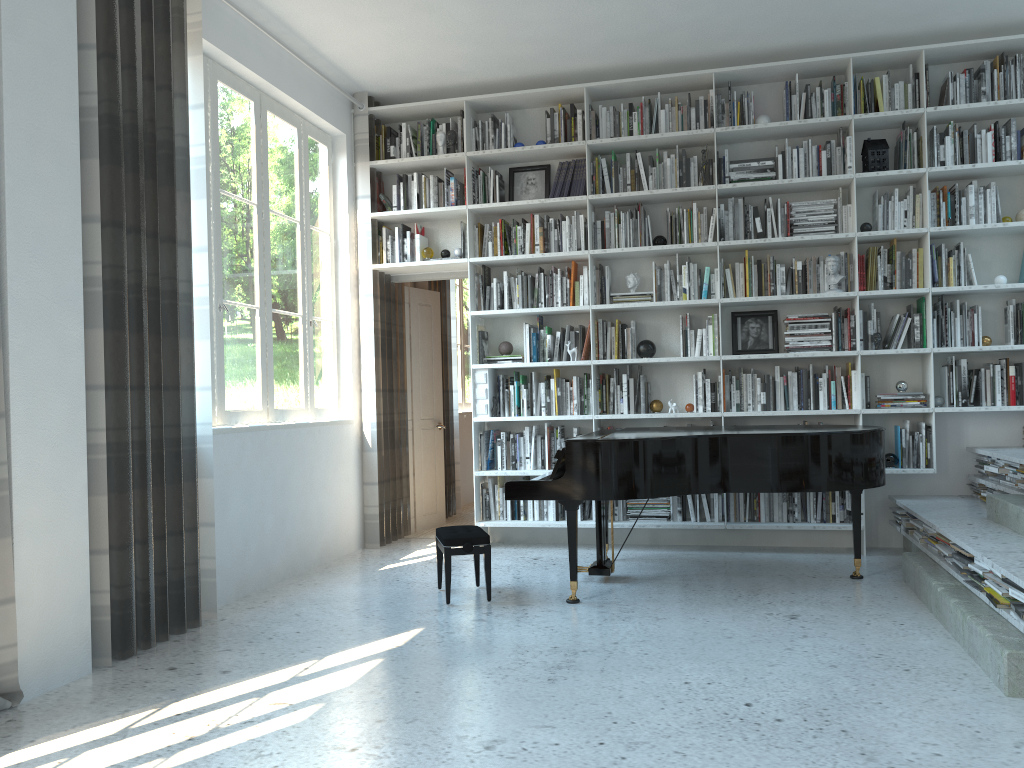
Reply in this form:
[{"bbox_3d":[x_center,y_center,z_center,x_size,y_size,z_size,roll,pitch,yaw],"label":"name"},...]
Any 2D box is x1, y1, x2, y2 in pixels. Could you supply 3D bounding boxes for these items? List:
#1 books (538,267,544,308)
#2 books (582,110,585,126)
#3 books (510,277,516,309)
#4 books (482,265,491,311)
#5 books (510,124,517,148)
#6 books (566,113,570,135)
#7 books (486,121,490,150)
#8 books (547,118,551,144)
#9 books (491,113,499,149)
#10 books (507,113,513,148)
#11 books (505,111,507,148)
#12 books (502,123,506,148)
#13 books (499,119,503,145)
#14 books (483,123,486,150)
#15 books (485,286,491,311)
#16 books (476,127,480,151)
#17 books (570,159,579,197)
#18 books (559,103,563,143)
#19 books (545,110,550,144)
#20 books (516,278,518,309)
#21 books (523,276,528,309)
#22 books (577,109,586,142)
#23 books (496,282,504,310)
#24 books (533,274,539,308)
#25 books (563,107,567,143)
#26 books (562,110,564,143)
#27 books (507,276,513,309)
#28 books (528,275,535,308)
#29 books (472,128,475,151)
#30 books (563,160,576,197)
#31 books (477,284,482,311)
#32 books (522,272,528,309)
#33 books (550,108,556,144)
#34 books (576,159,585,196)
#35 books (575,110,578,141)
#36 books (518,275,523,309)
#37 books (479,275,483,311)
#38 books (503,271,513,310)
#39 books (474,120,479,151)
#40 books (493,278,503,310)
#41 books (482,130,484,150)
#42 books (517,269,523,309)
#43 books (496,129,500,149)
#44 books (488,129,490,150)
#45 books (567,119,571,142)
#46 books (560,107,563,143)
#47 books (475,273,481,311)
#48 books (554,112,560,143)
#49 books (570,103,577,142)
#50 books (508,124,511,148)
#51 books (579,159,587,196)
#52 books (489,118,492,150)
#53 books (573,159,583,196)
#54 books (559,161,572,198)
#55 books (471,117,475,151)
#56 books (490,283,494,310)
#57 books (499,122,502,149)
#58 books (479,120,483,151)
[{"bbox_3d":[0.208,-0.661,6.209,0.013,0.300,0.151,-2,0,14],"label":"books"},{"bbox_3d":[0.522,-1.750,6.147,0.039,0.252,0.146,-2,-1,14],"label":"books"},{"bbox_3d":[0.026,-0.627,6.274,0.049,0.243,0.139,-2,-1,14],"label":"books"},{"bbox_3d":[-0.177,-0.667,6.288,0.012,0.334,0.184,-2,0,14],"label":"books"},{"bbox_3d":[0.014,-1.713,6.273,0.013,0.210,0.136,-2,-1,14],"label":"books"},{"bbox_3d":[0.397,-1.747,6.188,0.013,0.254,0.129,-2,0,14],"label":"books"},{"bbox_3d":[-0.158,-1.725,6.303,0.016,0.243,0.156,-2,-1,14],"label":"books"},{"bbox_3d":[0.275,-1.725,6.194,0.028,0.218,0.153,-2,-1,14],"label":"books"},{"bbox_3d":[-0.113,-1.745,6.271,0.015,0.279,0.190,-2,-1,14],"label":"books"},{"bbox_3d":[-0.012,-1.754,6.287,0.015,0.293,0.130,-2,0,14],"label":"books"},{"bbox_3d":[-0.025,-1.758,6.278,0.007,0.301,0.145,-2,0,14],"label":"books"},{"bbox_3d":[-0.043,-1.714,6.261,0.021,0.214,0.173,-2,-1,14],"label":"books"},{"bbox_3d":[-0.068,-1.732,6.284,0.013,0.253,0.129,-2,0,14],"label":"books"},{"bbox_3d":[-0.172,-1.715,6.302,0.013,0.225,0.177,-2,-1,14],"label":"books"},{"bbox_3d":[-0.150,-0.592,6.287,0.037,0.182,0.189,-2,-1,14],"label":"books"},{"bbox_3d":[-0.221,-1.706,6.324,0.032,0.210,0.158,-2,-1,14],"label":"books"},{"bbox_3d":[0.446,-1.397,6.166,0.078,0.285,0.174,-2,-1,14],"label":"books"},{"bbox_3d":[0.350,-1.779,6.197,0.014,0.321,0.136,-2,0,14],"label":"books"},{"bbox_3d":[0.258,-1.754,6.211,0.013,0.278,0.151,-2,0,14],"label":"books"},{"bbox_3d":[0.053,-0.622,6.248,0.014,0.230,0.148,-2,-1,14],"label":"books"},{"bbox_3d":[0.111,-0.627,6.224,0.024,0.237,0.167,-2,-1,14],"label":"books"},{"bbox_3d":[0.484,-1.750,6.141,0.031,0.254,0.178,-2,-1,14],"label":"books"},{"bbox_3d":[-0.073,-0.605,6.260,0.028,0.203,0.188,-2,-1,14],"label":"books"},{"bbox_3d":[0.183,-0.639,6.233,0.048,0.256,0.141,-2,0,14],"label":"books"},{"bbox_3d":[0.378,-1.757,6.163,0.011,0.274,0.183,-2,-1,14],"label":"books"},{"bbox_3d":[0.368,-1.751,6.164,0.010,0.263,0.156,-2,-1,14],"label":"books"},{"bbox_3d":[-0.009,-0.628,6.258,0.011,0.246,0.176,-2,-1,14],"label":"books"},{"bbox_3d":[0.145,-0.631,6.224,0.023,0.242,0.184,-2,-1,14],"label":"books"},{"bbox_3d":[-0.252,-1.702,6.326,0.017,0.204,0.142,-2,-1,14],"label":"books"},{"bbox_3d":[0.409,-1.393,6.154,0.097,0.282,0.174,-2,-1,14],"label":"books"},{"bbox_3d":[-0.212,-0.603,6.317,0.026,0.209,0.155,-2,-1,14],"label":"books"},{"bbox_3d":[0.097,-0.644,6.244,0.011,0.271,0.157,-2,-1,14],"label":"books"},{"bbox_3d":[0.298,-1.757,6.183,0.024,0.279,0.188,-2,-1,14],"label":"books"},{"bbox_3d":[0.491,-1.398,6.155,0.078,0.285,0.174,-2,-1,14],"label":"books"},{"bbox_3d":[0.461,-1.752,6.160,0.022,0.260,0.152,-2,-1,14],"label":"books"},{"bbox_3d":[0.078,-0.632,6.231,0.021,0.247,0.189,-2,-1,14],"label":"books"},{"bbox_3d":[-0.194,-0.633,6.295,0.027,0.266,0.176,-2,-1,14],"label":"books"},{"bbox_3d":[-0.024,-0.645,6.270,0.023,0.281,0.174,-2,-1,14],"label":"books"},{"bbox_3d":[-0.240,-1.730,6.329,0.007,0.259,0.156,-2,-1,14],"label":"books"},{"bbox_3d":[-0.096,-0.620,6.276,0.022,0.235,0.177,-2,-1,14],"label":"books"},{"bbox_3d":[-0.183,-1.699,6.321,0.017,0.194,0.129,-2,-1,14],"label":"books"},{"bbox_3d":[0.064,-0.654,6.243,0.011,0.293,0.183,-2,-1,14],"label":"books"},{"bbox_3d":[-0.087,-1.697,6.283,0.026,0.182,0.161,-2,-1,14],"label":"books"},{"bbox_3d":[-0.141,-1.700,6.308,0.014,0.192,0.146,-2,-1,14],"label":"books"},{"bbox_3d":[0.411,-1.716,6.159,0.027,0.190,0.177,-2,-1,14],"label":"books"},{"bbox_3d":[0.360,-1.761,6.179,0.013,0.283,0.166,-2,-1,14],"label":"books"},{"bbox_3d":[-0.229,-0.641,6.330,0.012,0.285,0.159,-2,-1,14],"label":"books"},{"bbox_3d":[0.324,-1.742,6.176,0.028,0.249,0.155,-2,-1,14],"label":"books"},{"bbox_3d":[0.432,-1.770,6.143,0.025,0.297,0.163,-2,0,14],"label":"books"},{"bbox_3d":[-0.001,-1.709,6.266,0.014,0.202,0.170,-2,-1,14],"label":"books"},{"bbox_3d":[0.509,-1.399,6.136,0.078,0.285,0.174,-2,-1,14],"label":"books"},{"bbox_3d":[-0.130,-1.734,6.292,0.016,0.261,0.154,-2,-1,14],"label":"books"},{"bbox_3d":[0.470,-1.397,6.165,0.078,0.285,0.174,-2,-1,14],"label":"books"},{"bbox_3d":[0.385,-1.389,6.181,0.110,0.279,0.174,-2,-1,14],"label":"books"},{"bbox_3d":[-0.263,-1.742,6.337,0.007,0.285,0.159,-2,-1,14],"label":"books"},{"bbox_3d":[-0.123,-0.606,6.300,0.042,0.209,0.143,-2,-1,14],"label":"books"},{"bbox_3d":[-0.058,-1.716,6.272,0.013,0.219,0.181,-2,-1,14],"label":"books"},{"bbox_3d":[-0.201,-1.726,6.311,0.012,0.249,0.180,-2,-1,14],"label":"books"}]
